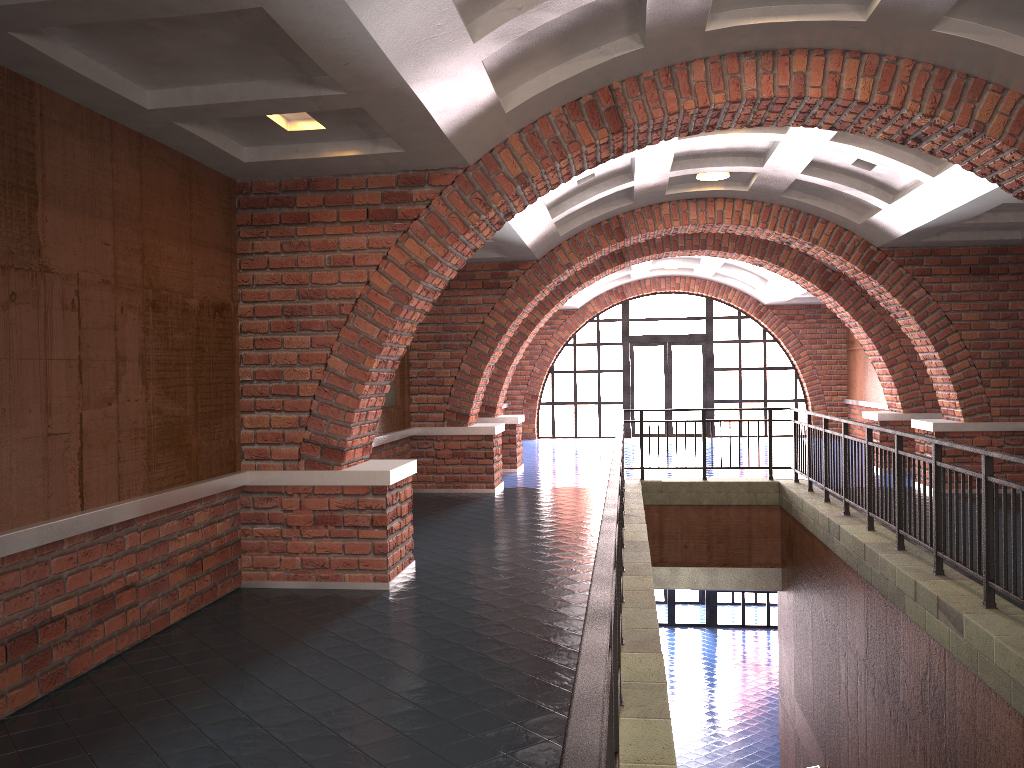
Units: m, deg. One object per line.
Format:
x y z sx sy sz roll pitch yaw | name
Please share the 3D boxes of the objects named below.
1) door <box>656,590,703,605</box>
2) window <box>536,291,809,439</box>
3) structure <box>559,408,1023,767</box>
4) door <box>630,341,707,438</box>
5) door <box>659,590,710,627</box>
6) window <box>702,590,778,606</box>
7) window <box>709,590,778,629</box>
3.984 4.552 22.766 1.754 2.236 0.040 -1 1 7 | door
3.695 -0.439 20.699 6.353 3.471 0.100 -1 1 7 | window
1.898 3.222 6.319 2.464 5.665 11.177 -1 1 7 | structure
3.653 0.129 20.718 1.754 2.236 0.040 -1 1 7 | door
3.725 4.579 20.763 1.754 2.236 0.040 -1 1 7 | door
4.025 3.931 22.747 6.353 3.471 0.100 -1 1 7 | window
3.767 3.958 20.744 6.353 3.471 0.100 -1 1 7 | window
